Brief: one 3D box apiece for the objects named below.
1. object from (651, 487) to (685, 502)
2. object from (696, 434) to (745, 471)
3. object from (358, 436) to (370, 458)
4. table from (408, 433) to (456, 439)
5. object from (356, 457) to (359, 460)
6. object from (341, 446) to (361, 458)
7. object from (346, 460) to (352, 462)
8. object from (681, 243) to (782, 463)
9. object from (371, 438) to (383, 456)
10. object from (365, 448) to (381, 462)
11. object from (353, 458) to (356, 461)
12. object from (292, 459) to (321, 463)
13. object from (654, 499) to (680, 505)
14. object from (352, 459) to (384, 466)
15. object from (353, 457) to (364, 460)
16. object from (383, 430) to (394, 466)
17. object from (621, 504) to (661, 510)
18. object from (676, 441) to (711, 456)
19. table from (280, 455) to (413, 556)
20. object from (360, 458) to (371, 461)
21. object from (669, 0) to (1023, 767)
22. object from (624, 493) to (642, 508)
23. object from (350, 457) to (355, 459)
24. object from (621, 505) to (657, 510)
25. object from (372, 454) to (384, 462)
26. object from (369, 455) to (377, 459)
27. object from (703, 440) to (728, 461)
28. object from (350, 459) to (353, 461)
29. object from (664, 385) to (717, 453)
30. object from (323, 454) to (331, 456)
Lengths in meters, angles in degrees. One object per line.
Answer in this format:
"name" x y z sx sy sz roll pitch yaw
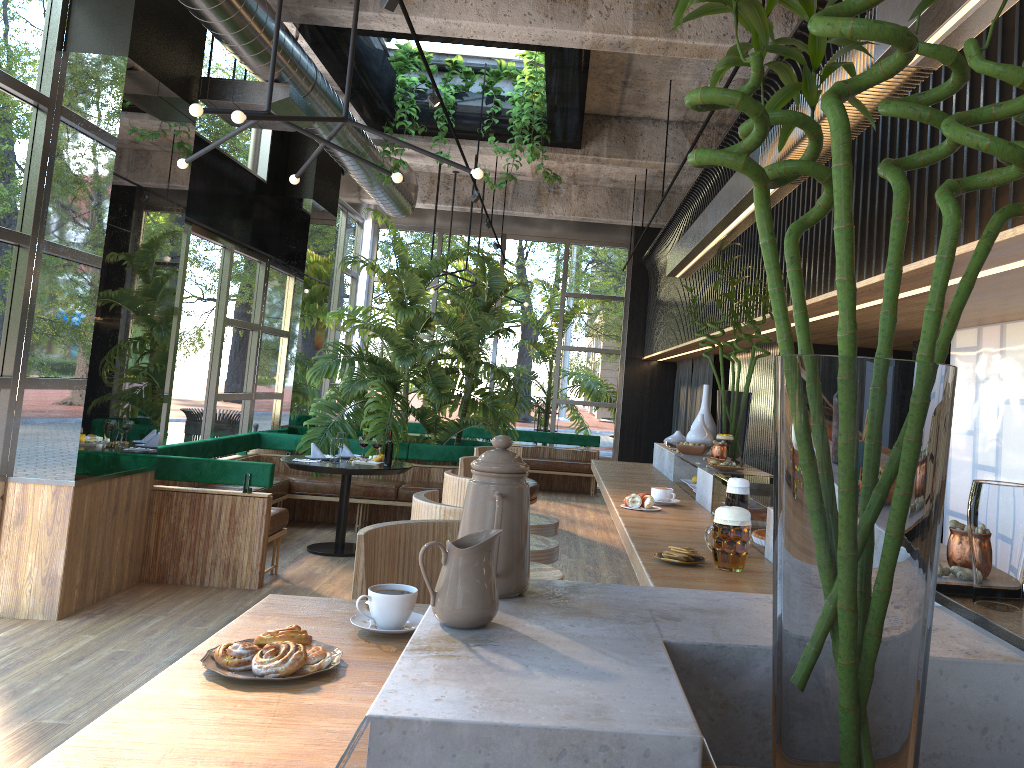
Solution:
"object" 0.666 0.479 3.814 0.136 0.064 0.108 5 -1 -20
"object" 0.990 0.322 4.278 0.209 0.135 0.806 4 0 9
"object" -1.324 0.569 7.890 0.104 0.202 0.100 5 -4 -10
"table" -1.235 1.056 11.498 1.131 0.754 1.064 5 -2 -19
"object" -1.340 0.652 7.687 0.033 0.032 0.037 5 -2 -1
"object" -1.465 0.595 7.963 0.238 0.139 0.226 5 -1 -16
"object" -1.385 0.659 7.555 0.062 0.013 0.147 4 0 -3
"object" 1.288 -0.215 5.179 0.643 1.558 0.607 1 -6 39
"object" -1.197 0.578 7.852 0.104 0.202 0.100 5 -4 -10
"object" -1.175 0.599 7.528 0.143 0.124 0.097 5 -3 -19
"object" -1.346 0.652 7.597 0.032 0.031 0.040 3 -2 26
"object" -1.682 0.633 7.373 0.255 0.019 0.157 4 0 0
"object" 0.642 0.506 3.813 0.161 0.020 0.159 4 0 -3
"object" -1.196 0.669 7.616 0.236 0.019 0.357 4 0 11
"object" -1.342 0.654 7.751 0.097 0.028 0.129 4 0 16
"object" -1.038 0.541 7.496 0.067 0.301 0.069 3 -5 17
"object" 0.526 0.504 3.619 0.164 0.005 0.169 4 0 12
"object" 0.994 0.353 4.897 0.189 0.073 0.231 4 -1 21
"table" -1.435 1.039 7.567 1.142 0.754 1.053 5 -2 -31
"object" -1.251 0.649 7.612 0.101 0.013 0.221 4 0 7
"object" 0.445 -0.280 1.073 0.669 1.558 0.585 4 -4 6
"object" 0.490 0.472 3.609 0.061 0.059 0.073 5 -2 -8
"object" -1.394 0.652 7.776 0.024 0.025 0.047 4 -1 20
"object" 0.525 0.501 3.615 0.117 0.005 0.125 4 0 40
"object" -1.145 0.631 7.616 0.098 0.065 0.163 5 -1 -28
"object" -1.170 0.643 7.716 0.193 0.038 0.063 4 -1 34
"object" 1.037 0.340 4.533 0.160 0.107 0.086 6 -3 -43
"object" -1.383 0.656 7.657 0.033 0.019 0.038 4 -1 13
"object" 1.087 0.199 5.154 0.329 0.400 0.305 7 -4 -41
"object" -1.645 0.636 7.878 0.164 0.019 0.243 4 0 -39
